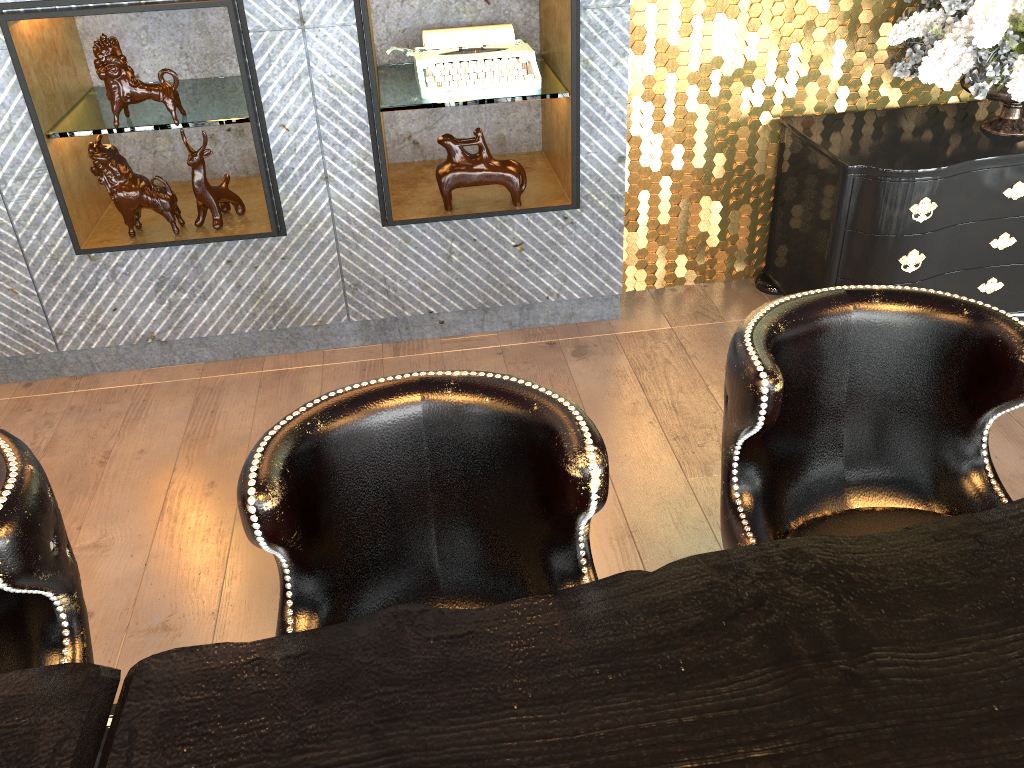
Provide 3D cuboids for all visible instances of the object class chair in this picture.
[{"bbox_3d":[-0.089,0.576,1.416,0.504,1.087,0.571,-5,33,-4],"label":"chair"},{"bbox_3d":[0.617,0.425,1.598,0.504,1.087,0.571,-5,33,-4],"label":"chair"},{"bbox_3d":[-0.845,0.648,1.359,0.504,1.087,0.571,-2,32,1],"label":"chair"}]

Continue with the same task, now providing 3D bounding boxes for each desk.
[{"bbox_3d":[-0.415,1.057,0.862,7.595,0.923,1.440,-6,33,-6],"label":"desk"}]

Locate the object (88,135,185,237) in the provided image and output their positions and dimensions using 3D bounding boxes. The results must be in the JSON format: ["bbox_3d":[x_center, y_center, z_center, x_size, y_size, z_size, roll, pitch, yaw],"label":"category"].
[{"bbox_3d":[-1.350,-0.713,3.180,0.266,0.357,0.169,-10,33,-11],"label":"object"}]

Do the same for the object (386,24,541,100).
[{"bbox_3d":[-0.192,-1.200,3.282,0.535,0.148,0.486,-7,33,-7],"label":"object"}]

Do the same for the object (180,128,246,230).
[{"bbox_3d":[-1.099,-0.761,3.231,0.116,0.357,0.199,10,35,20],"label":"object"}]

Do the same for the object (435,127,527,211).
[{"bbox_3d":[-0.116,-0.806,3.308,0.341,0.302,0.165,-4,32,-1],"label":"object"}]

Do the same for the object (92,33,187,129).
[{"bbox_3d":[-1.241,-1.011,2.945,0.256,0.293,0.135,-2,32,1],"label":"object"}]

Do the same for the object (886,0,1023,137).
[{"bbox_3d":[1.824,-1.238,3.156,0.875,0.660,0.851,11,35,20],"label":"object"}]

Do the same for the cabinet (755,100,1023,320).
[{"bbox_3d":[1.778,-0.652,3.538,1.385,0.734,0.713,-6,33,-6],"label":"cabinet"}]

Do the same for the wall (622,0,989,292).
[{"bbox_3d":[1.394,-2.334,2.874,2.445,4.362,0.025,-6,33,-6],"label":"wall"}]
